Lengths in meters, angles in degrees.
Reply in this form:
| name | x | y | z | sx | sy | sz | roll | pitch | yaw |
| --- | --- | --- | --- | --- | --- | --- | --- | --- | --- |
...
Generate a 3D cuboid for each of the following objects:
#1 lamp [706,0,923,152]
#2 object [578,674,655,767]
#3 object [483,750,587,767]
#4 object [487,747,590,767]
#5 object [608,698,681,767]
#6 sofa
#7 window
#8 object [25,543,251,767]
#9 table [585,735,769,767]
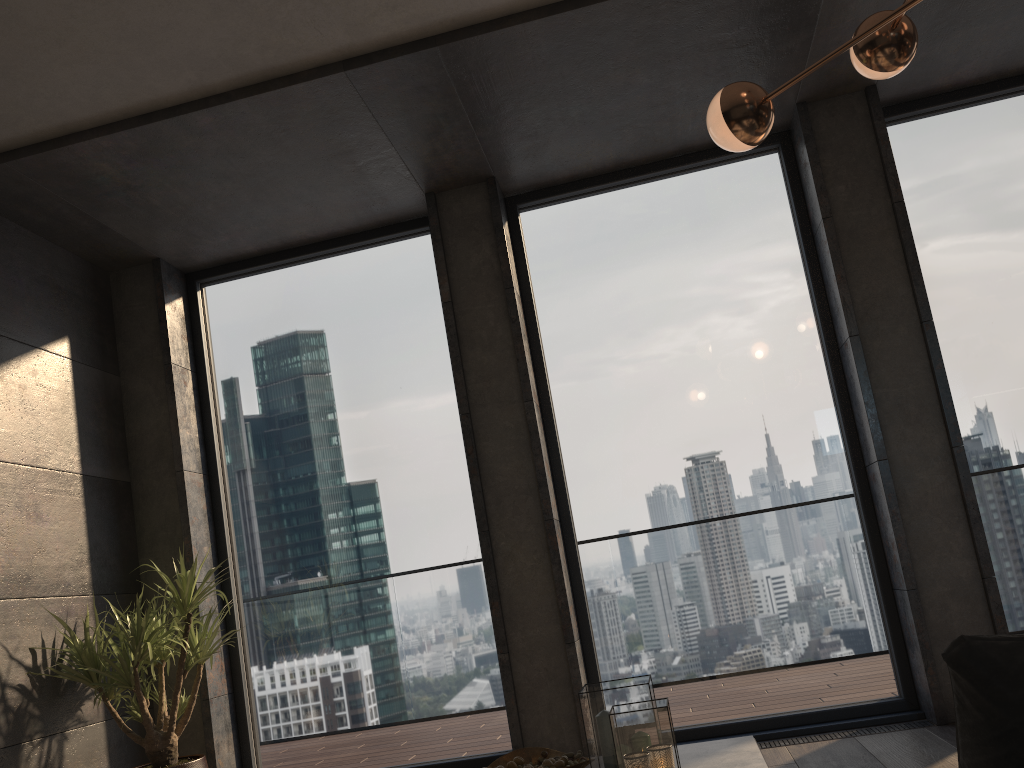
| name | x | y | z | sx | sy | sz | roll | pitch | yaw |
| --- | --- | --- | --- | --- | --- | --- | --- | --- | --- |
| lamp | 1.095 | -1.385 | 2.099 | 1.012 | 1.023 | 1.491 | -7 | -12 | -15 |
| object | 0.315 | 0.973 | 2.482 | 0.197 | 0.257 | 0.202 | -11 | -10 | 8 |
| object | 0.063 | 1.130 | 2.572 | 0.323 | 0.071 | 0.282 | -9 | -13 | -2 |
| object | 0.071 | 1.127 | 2.573 | 0.346 | 0.082 | 0.354 | -6 | -13 | -14 |
| object | 0.346 | 0.937 | 2.266 | 0.150 | 0.217 | 0.150 | -11 | -10 | 8 |
| sofa | 0.848 | 0.644 | 1.232 | 2.917 | 0.773 | 2.052 | -11 | -13 | 8 |
| window | 1.876 | 0.089 | 4.370 | 7.283 | 2.961 | 0.201 | -11 | -9 | 9 |
| object | -1.700 | 1.438 | 4.015 | 1.038 | 1.342 | 0.953 | -18 | -13 | 39 |
| table | 0.252 | 1.249 | 2.371 | 0.932 | 0.305 | 0.943 | -11 | -13 | 8 |
